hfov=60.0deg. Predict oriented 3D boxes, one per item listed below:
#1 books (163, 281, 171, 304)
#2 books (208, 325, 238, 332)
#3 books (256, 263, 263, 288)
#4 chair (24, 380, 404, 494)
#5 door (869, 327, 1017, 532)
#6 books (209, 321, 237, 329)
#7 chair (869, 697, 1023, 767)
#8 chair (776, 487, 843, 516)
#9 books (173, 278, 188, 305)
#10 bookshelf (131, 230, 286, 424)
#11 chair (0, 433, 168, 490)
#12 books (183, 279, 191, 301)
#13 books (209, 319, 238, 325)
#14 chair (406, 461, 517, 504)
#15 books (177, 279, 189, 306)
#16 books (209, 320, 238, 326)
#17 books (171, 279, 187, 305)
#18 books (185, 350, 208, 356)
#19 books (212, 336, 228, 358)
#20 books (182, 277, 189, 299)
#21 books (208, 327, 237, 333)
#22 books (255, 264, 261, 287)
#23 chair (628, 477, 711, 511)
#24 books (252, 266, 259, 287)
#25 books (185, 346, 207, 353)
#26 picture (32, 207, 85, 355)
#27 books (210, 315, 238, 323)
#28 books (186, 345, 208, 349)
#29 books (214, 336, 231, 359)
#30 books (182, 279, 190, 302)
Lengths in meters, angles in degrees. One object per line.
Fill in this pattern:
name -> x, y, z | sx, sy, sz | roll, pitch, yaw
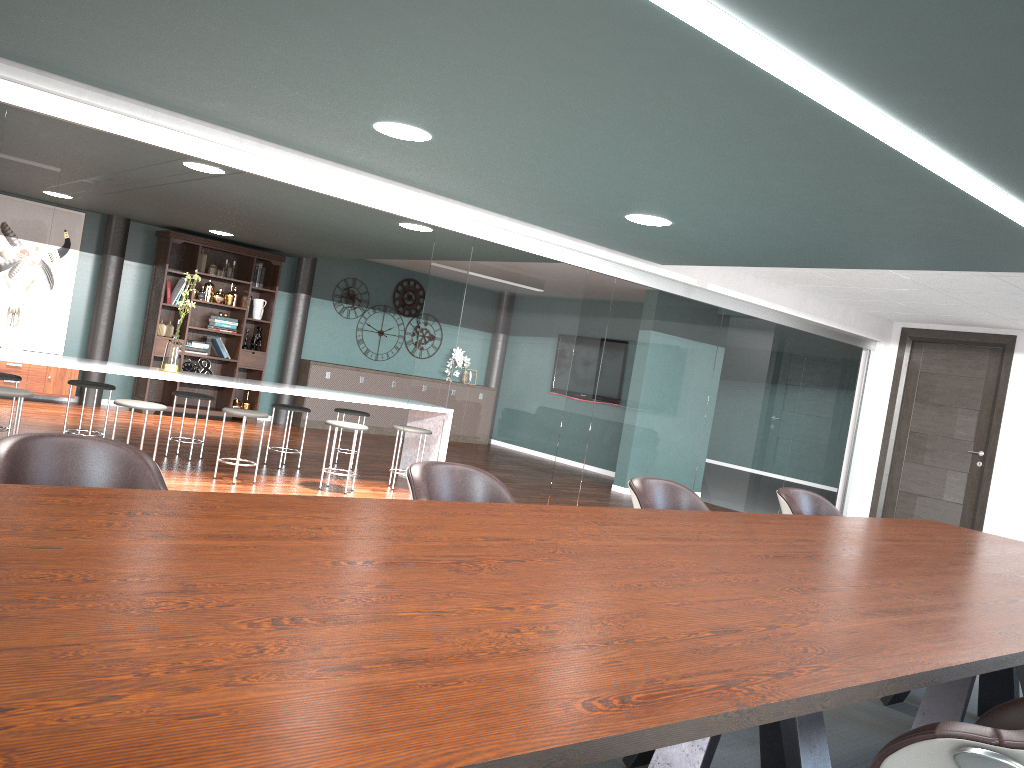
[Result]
books -> -3.784, -1.005, 9.697 | 0.084, 0.252, 0.194 | 9, 1, -40
books -> -3.316, -0.635, 10.158 | 0.286, 0.027, 0.184 | 9, 1, -40
books -> -2.975, -1.264, 10.332 | 0.027, 0.286, 0.184 | 9, 1, -40
chair -> -2.508, 0.351, 6.400 | 4.029, 0.512, 1.479 | 9, 1, -41
door -> 3.964, 0.572, 8.216 | 0.139, 2.130, 1.038 | 9, 1, -40
books -> -3.312, -0.670, 10.155 | 0.248, 0.042, 0.194 | 9, 1, -40
chair -> 0.921, 0.871, 1.607 | 0.535, 0.761, 0.518 | 9, 1, -34
chair -> 1.494, 0.925, 4.316 | 0.535, 0.761, 0.518 | 9, 1, -34
books -> -3.675, -1.022, 9.784 | 0.090, 0.316, 0.197 | 9, 1, -40
bookshelf -> -3.445, -0.611, 10.067 | 1.339, 1.984, 0.482 | 9, 1, -40
chair -> -1.061, 0.531, 2.128 | 0.535, 0.761, 0.518 | 9, 1, -34
books -> -3.638, -1.019, 9.809 | 0.062, 0.322, 0.197 | 9, 1, -40
books -> -3.303, -0.715, 10.148 | 0.268, 0.016, 0.205 | 9, 1, -40
chair -> -0.155, 0.671, 2.903 | 0.535, 0.761, 0.518 | 9, 1, -34
books -> -3.660, -1.016, 9.797 | 0.063, 0.309, 0.210 | 9, 1, -40
books -> -3.307, -0.700, 10.154 | 0.268, 0.016, 0.205 | 9, 1, -40
books -> -3.698, -1.016, 9.772 | 0.115, 0.296, 0.210 | 9, 1, -40
books -> -3.587, -0.357, 9.941 | 0.286, 0.027, 0.184 | 9, 1, -40
books -> -3.350, -0.419, 10.133 | 0.176, 0.227, 0.194 | 9, 1, -40
books -> -3.650, -1.021, 9.800 | 0.062, 0.322, 0.197 | 9, 1, -40
books -> -3.321, -0.613, 10.156 | 0.268, 0.016, 0.205 | 9, 1, -40
books -> -2.994, -1.258, 10.317 | 0.016, 0.268, 0.205 | 9, 1, -40
chair -> 0.659, 0.797, 3.590 | 0.523, 0.761, 0.533 | 10, 1, 31
books -> -3.018, -1.250, 10.297 | 0.042, 0.248, 0.194 | 9, 1, -40
books -> -3.582, -0.393, 9.938 | 0.248, 0.042, 0.194 | 9, 1, -40
picture -> -5.007, -1.113, 9.043 | 1.002, 1.512, 0.031 | 9, 1, -40
books -> -3.297, -0.743, 10.155 | 0.248, 0.042, 0.194 | 9, 1, -40
books -> -3.578, -0.422, 9.938 | 0.268, 0.016, 0.205 | 9, 1, -40
books -> -3.324, -0.417, 10.155 | 0.166, 0.228, 0.205 | 9, 1, -40
books -> -3.648, -1.014, 9.806 | 0.063, 0.309, 0.210 | 9, 1, -40
